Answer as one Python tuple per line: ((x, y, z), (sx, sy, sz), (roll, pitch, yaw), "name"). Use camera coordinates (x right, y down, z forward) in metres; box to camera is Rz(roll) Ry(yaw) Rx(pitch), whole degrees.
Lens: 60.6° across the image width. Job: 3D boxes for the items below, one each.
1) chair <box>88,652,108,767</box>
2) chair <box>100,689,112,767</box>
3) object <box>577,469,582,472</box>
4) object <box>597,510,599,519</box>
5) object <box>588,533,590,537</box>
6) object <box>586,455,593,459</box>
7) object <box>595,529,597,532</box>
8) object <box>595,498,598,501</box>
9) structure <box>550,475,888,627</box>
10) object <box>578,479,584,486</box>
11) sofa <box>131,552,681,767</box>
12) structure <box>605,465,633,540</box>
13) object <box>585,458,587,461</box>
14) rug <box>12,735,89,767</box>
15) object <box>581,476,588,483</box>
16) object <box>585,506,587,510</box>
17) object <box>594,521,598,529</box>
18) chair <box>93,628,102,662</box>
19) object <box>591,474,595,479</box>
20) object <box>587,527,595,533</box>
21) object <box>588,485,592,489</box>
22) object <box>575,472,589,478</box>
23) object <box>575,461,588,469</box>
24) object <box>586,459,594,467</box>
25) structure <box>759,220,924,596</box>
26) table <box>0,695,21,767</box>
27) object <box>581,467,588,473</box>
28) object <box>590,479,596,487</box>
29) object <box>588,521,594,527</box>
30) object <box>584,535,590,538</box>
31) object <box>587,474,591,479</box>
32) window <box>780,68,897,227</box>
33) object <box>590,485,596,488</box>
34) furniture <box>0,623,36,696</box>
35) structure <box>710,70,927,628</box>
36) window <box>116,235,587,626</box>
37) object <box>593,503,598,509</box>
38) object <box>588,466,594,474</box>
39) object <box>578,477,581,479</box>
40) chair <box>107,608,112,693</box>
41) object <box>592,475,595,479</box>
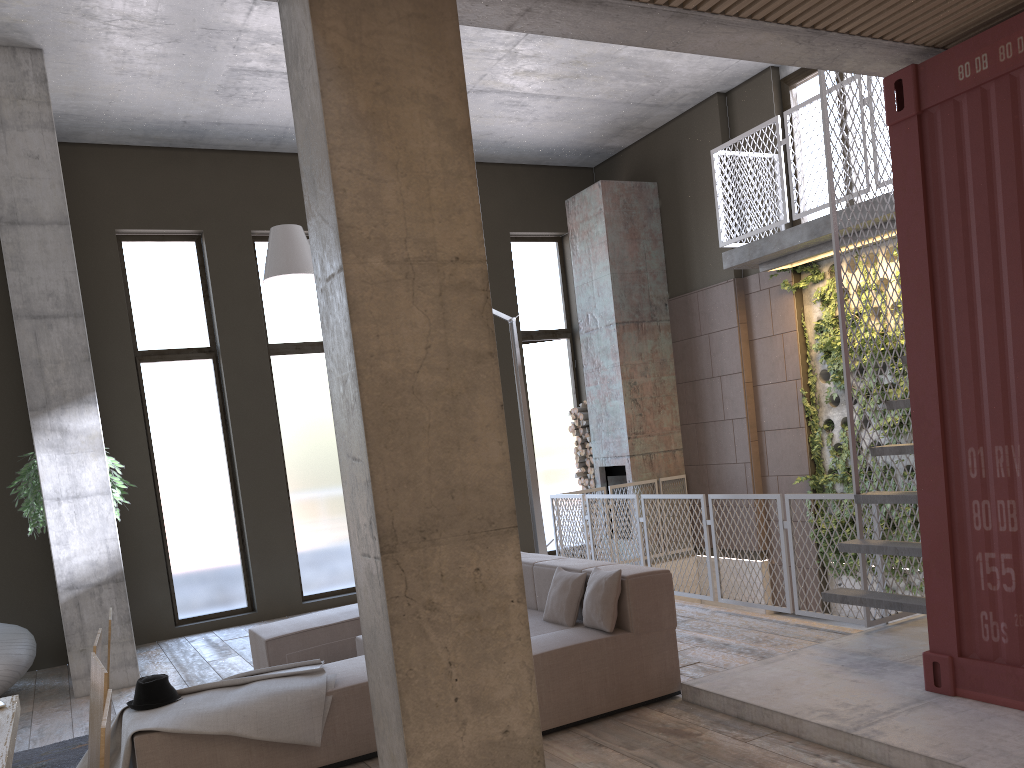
((-1.341, 1.362, 2.216), (0.715, 1.204, 0.349), (-8, 4, -30), "chair")
((-1.113, 1.305, 1.764), (0.717, 1.204, 0.348), (-8, 4, -22), "chair")
((1.045, 1.139, 11.614), (0.360, 0.068, 0.122), (-5, -2, -28), "object")
((1.270, 1.660, 11.309), (0.361, 0.126, 0.064), (-5, 2, -26), "object")
((1.206, 1.954, 11.625), (0.451, 0.090, 0.091), (-5, 0, -26), "object")
((1.119, 0.925, 11.367), (0.330, 0.057, 0.089), (-5, -2, -27), "object")
((1.260, 1.893, 11.472), (0.419, 0.068, 0.067), (-5, 0, -26), "object")
((1.286, 1.467, 11.344), (0.431, 0.080, 0.115), (-5, -2, -28), "object")
((2.346, 1.398, 8.395), (1.911, 0.938, 4.454), (-6, -4, -28), "structure")
((1.083, 1.278, 11.644), (0.434, 0.093, 0.092), (-5, 0, -26), "object")
((-1.009, 1.756, 5.894), (2.988, 0.790, 3.015), (-5, -4, -27), "sofa")
((1.380, 1.464, 10.873), (0.056, 0.934, 0.577), (-9, 3, -28), "structure")
((1.118, 0.969, 11.436), (0.356, 0.075, 0.064), (-5, 0, -26), "object")
((-3.112, 2.347, 5.127), (2.895, 0.049, 1.169), (-5, -4, -27), "rug")
((1.124, 1.238, 11.566), (0.451, 0.090, 0.091), (-5, 0, -26), "object")
((1.137, 1.660, 11.699), (0.361, 0.119, 0.070), (-5, 2, -28), "object")
((1.274, 1.809, 11.436), (0.434, 0.094, 0.092), (-5, 0, -26), "object")
((-1.560, 1.419, 2.672), (0.717, 1.204, 0.348), (-8, 4, -22), "chair")
((1.214, 1.167, 11.341), (0.419, 0.068, 0.067), (-5, 0, -26), "object")
((1.222, 1.892, 11.538), (0.476, 0.084, 0.094), (-5, -1, -26), "object")
((1.154, 1.324, 11.474), (0.356, 0.075, 0.064), (-5, 0, -29), "object")
((1.021, 1.176, 11.518), (0.419, 0.073, 0.071), (-5, 0, -26), "object")
((1.056, 1.046, 11.561), (0.452, 0.090, 0.091), (-5, 0, -25), "object")
((1.103, 1.002, 11.355), (0.291, 0.108, 0.099), (-5, 0, -28), "object")
((3.522, 0.242, 8.058), (0.996, 3.848, 2.633), (-9, 3, -28), "structure")
((-1.144, 1.395, 0.978), (1.003, 0.926, 5.218), (-7, -3, -28), "table")
((1.121, 1.110, 11.543), (0.432, 0.080, 0.115), (-5, -2, -27), "object")
((1.149, 1.250, 11.262), (0.290, 0.103, 0.101), (-5, 0, -29), "object")
((1.204, 1.825, 11.602), (0.432, 0.080, 0.115), (-5, -2, -27), "object")
((1.166, 1.993, 11.703), (0.434, 0.093, 0.092), (-5, 0, -26), "object")
((1.177, 1.178, 11.413), (0.419, 0.068, 0.067), (-5, 0, -26), "object")
((3.716, -2.439, 7.477), (0.109, 1.756, 3.586), (-9, -1, -28), "window")
((1.196, 1.299, 11.381), (0.361, 0.068, 0.122), (-5, -2, -26), "object")
((-4.867, 2.470, 7.137), (1.798, 0.816, 1.621), (-7, -2, 10), "furniture")
((2.746, -0.315, 6.978), (3.011, 4.345, 3.696), (-8, 1, -28), "structure")
((-3.124, 0.465, 9.639), (9.130, 4.206, 0.209), (-5, 4, -29), "window")
((1.278, 1.548, 11.333), (0.476, 0.084, 0.094), (-5, -1, -26), "object")
((1.191, 1.093, 11.377), (0.434, 0.094, 0.092), (-5, 0, -26), "object")
((1.070, 1.209, 11.612), (0.422, 0.086, 0.067), (-5, 1, -25), "object")
((-1.739, 1.472, 3.150), (0.716, 1.204, 0.348), (-8, 4, -24), "chair")
((1.143, 1.174, 11.249), (0.248, 0.048, 0.063), (-5, -1, -28), "object")
